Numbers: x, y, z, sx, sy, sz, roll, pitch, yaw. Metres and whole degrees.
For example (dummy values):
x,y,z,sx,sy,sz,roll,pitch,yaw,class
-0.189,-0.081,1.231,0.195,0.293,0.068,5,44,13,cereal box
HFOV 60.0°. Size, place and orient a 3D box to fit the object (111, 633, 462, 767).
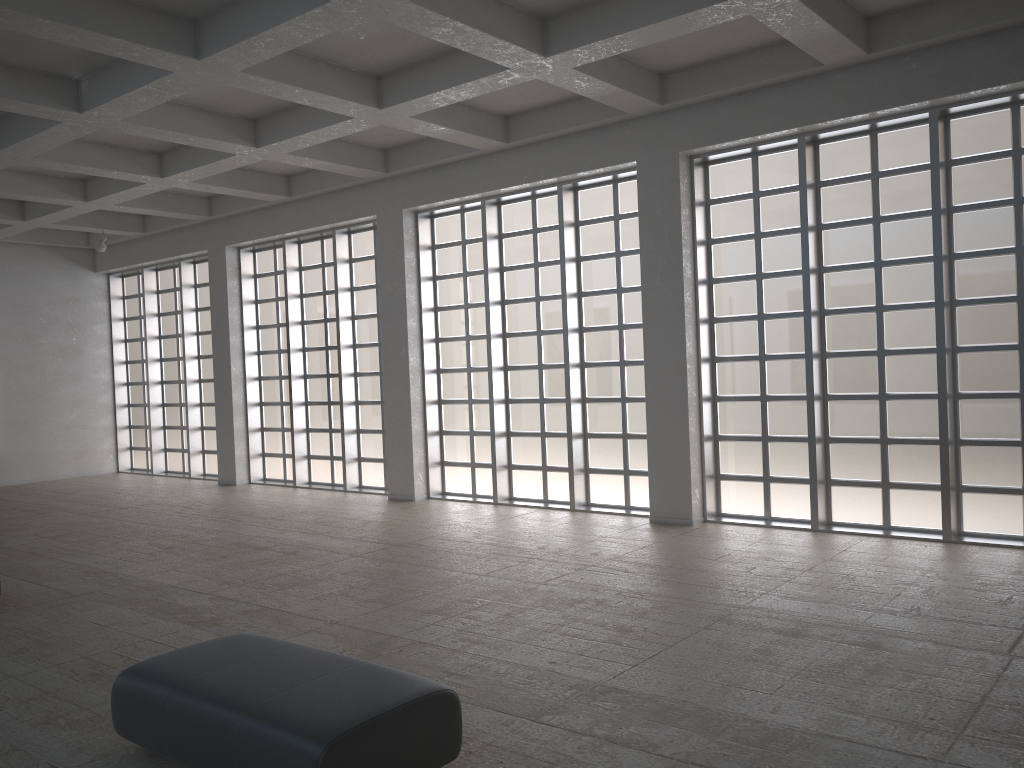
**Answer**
x,y,z,sx,sy,sz,roll,pitch,yaw,class
-2.073,2.948,7.906,3.044,0.828,1.616,-2,1,39,object
